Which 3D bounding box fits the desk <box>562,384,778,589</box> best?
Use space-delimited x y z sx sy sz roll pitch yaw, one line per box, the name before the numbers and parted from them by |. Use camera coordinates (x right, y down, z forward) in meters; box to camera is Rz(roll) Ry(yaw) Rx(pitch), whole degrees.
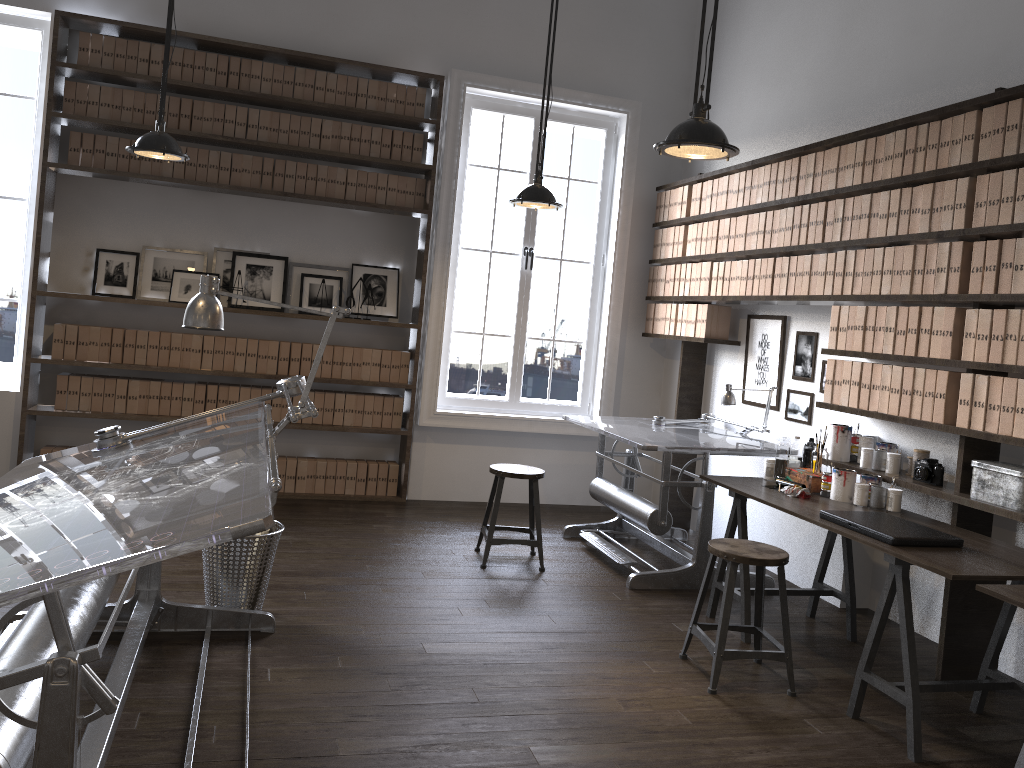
desk | 0.985 0.513 5.257 1.070 1.096 1.272 5 3 -16

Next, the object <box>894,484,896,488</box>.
object | 1.691 0.491 3.940 0.004 0.103 0.035 5 1 -24

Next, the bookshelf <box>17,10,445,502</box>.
bookshelf | -1.881 -0.403 6.064 2.470 3.720 0.413 5 1 -16

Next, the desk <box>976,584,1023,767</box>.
desk | 1.932 1.046 2.005 0.655 0.668 1.674 5 4 -16

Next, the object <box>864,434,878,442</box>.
object | 1.811 0.324 4.480 0.070 0.130 0.070 6 2 31

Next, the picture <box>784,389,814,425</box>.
picture | 1.663 0.131 5.120 0.023 0.183 0.252 5 3 -16

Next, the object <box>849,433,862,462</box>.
object | 1.713 0.319 4.412 0.051 0.139 0.050 5 1 -19

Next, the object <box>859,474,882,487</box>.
object | 1.626 0.479 4.021 0.094 0.128 0.095 5 2 -12

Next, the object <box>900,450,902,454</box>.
object | 1.820 0.357 4.162 0.004 0.103 0.035 5 1 3

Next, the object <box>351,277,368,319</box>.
object | -1.062 -0.596 6.153 0.118 0.304 0.040 5 1 -16

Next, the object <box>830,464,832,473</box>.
object | 1.496 0.444 4.146 0.005 0.130 0.040 5 1 -15

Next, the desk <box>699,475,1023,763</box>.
desk | 1.445 0.883 3.699 0.655 0.668 1.674 5 4 -16

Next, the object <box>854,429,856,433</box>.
object | 1.725 0.298 4.501 0.040 0.142 0.005 5 1 -26

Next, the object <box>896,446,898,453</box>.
object | 1.801 0.347 4.165 0.005 0.117 0.036 5 1 5

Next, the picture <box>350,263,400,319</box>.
picture | -0.978 -0.663 6.315 0.342 0.364 0.161 5 2 -16

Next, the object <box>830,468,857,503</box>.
object | 1.510 0.461 4.037 0.104 0.141 0.105 4 2 -24

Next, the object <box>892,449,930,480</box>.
object | 1.813 0.378 4.004 0.107 0.161 0.235 7 3 39

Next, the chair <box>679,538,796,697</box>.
chair | 0.920 0.918 3.544 0.358 0.527 0.372 5 2 -8

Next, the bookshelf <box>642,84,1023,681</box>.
bookshelf | 2.379 0.512 2.301 0.373 3.202 9.206 5 4 -16

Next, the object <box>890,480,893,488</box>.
object | 1.673 0.482 3.933 0.005 0.117 0.036 5 1 -22

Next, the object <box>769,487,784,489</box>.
object | 1.258 0.489 4.163 0.156 0.006 0.006 2 4 -37

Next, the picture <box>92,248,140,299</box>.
picture | -2.631 -0.731 5.884 0.266 0.315 0.058 5 1 -16

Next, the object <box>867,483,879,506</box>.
object | 1.612 0.495 3.953 0.044 0.101 0.045 5 2 -17

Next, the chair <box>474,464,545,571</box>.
chair | 0.006 0.736 4.953 0.358 0.527 0.372 5 2 -8

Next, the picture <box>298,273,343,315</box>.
picture | -1.337 -0.619 6.200 0.289 0.290 0.127 5 2 -16

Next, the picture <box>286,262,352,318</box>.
picture | -1.358 -0.658 6.236 0.433 0.361 0.095 5 1 -16

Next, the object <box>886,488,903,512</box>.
object | 1.668 0.507 3.864 0.062 0.094 0.062 7 2 33

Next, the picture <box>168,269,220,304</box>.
picture | -2.128 -0.642 5.934 0.299 0.229 0.145 4 2 -16

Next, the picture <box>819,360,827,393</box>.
picture | 1.765 -0.031 4.821 0.023 0.183 0.252 5 3 -16

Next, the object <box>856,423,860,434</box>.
object | 1.741 0.289 4.489 0.033 0.184 0.005 5 1 -23

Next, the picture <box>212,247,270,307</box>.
picture | -1.872 -0.719 6.088 0.369 0.405 0.091 5 1 -16

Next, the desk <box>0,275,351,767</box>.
desk | -1.115 0.349 2.709 1.075 1.385 2.287 5 3 -16

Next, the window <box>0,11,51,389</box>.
window | -3.717 -1.182 5.551 1.481 2.495 0.153 5 1 -16

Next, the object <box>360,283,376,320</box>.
object | -1.005 -0.573 6.199 0.110 0.262 0.040 5 1 -16

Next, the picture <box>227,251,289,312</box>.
picture | -1.738 -0.699 6.072 0.373 0.391 0.149 5 1 -16

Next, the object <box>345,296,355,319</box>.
object | -1.116 -0.529 6.103 0.066 0.165 0.040 5 1 -16

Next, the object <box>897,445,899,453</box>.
object | 1.805 0.349 4.156 0.004 0.133 0.029 5 1 6

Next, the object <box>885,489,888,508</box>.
object | 1.673 0.511 3.951 0.054 0.080 0.054 5 2 -16

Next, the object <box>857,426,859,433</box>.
object | 1.734 0.288 4.480 0.041 0.162 0.005 5 1 -24

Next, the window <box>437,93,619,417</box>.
window | 0.109 -0.903 6.540 1.243 2.307 0.153 5 1 -16

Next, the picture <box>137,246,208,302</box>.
picture | -2.284 -0.729 5.964 0.415 0.365 0.083 5 1 -16

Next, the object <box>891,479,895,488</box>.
object | 1.680 0.483 3.928 0.004 0.133 0.030 5 1 -21

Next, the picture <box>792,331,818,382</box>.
picture | 1.694 -0.160 5.106 0.022 0.284 0.202 5 2 -17

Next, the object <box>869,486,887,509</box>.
object | 1.609 0.499 3.895 0.063 0.093 0.063 7 2 33

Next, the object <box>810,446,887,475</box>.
object | 1.602 0.368 4.213 0.345 0.146 0.077 6 2 6

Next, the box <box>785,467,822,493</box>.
box | 1.431 0.462 4.256 0.137 0.083 0.212 4 4 -17

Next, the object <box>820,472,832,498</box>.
object | 1.453 0.466 4.090 0.049 0.112 0.050 5 2 -20

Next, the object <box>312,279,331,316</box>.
object | -1.303 -0.591 6.075 0.124 0.260 0.040 5 1 -16

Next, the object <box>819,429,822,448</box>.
object | 1.461 0.319 4.217 0.007 0.214 0.055 6 1 19

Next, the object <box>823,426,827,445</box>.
object | 1.483 0.312 4.227 0.021 0.228 0.007 5 1 -4

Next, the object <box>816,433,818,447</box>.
object | 1.466 0.330 4.235 0.008 0.186 0.071 5 1 -16

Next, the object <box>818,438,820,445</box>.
object | 1.459 0.333 4.238 0.022 0.180 0.005 5 1 7

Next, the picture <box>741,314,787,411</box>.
picture | 1.563 -0.142 5.505 0.040 0.574 0.416 5 2 -16

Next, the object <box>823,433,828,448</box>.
object | 1.476 0.326 4.217 0.006 0.192 0.055 5 1 -18

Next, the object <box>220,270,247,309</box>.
object | -1.853 -0.632 5.901 0.174 0.260 0.040 5 1 -16

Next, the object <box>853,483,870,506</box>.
object | 1.552 0.491 3.936 0.062 0.094 0.062 6 2 24
